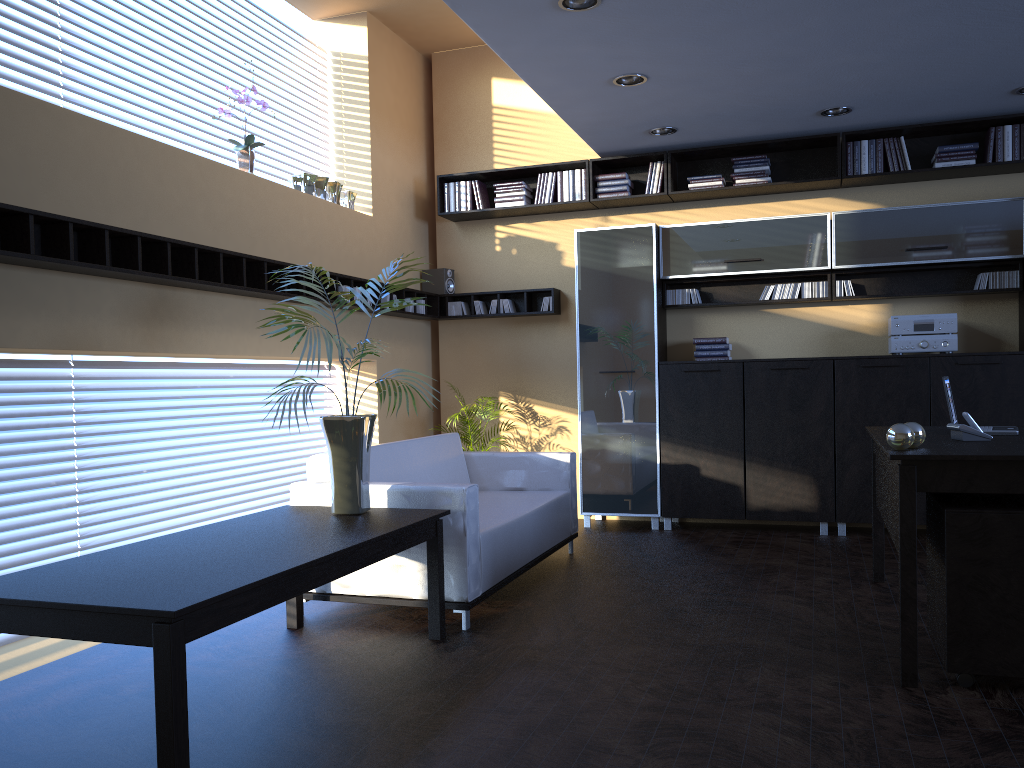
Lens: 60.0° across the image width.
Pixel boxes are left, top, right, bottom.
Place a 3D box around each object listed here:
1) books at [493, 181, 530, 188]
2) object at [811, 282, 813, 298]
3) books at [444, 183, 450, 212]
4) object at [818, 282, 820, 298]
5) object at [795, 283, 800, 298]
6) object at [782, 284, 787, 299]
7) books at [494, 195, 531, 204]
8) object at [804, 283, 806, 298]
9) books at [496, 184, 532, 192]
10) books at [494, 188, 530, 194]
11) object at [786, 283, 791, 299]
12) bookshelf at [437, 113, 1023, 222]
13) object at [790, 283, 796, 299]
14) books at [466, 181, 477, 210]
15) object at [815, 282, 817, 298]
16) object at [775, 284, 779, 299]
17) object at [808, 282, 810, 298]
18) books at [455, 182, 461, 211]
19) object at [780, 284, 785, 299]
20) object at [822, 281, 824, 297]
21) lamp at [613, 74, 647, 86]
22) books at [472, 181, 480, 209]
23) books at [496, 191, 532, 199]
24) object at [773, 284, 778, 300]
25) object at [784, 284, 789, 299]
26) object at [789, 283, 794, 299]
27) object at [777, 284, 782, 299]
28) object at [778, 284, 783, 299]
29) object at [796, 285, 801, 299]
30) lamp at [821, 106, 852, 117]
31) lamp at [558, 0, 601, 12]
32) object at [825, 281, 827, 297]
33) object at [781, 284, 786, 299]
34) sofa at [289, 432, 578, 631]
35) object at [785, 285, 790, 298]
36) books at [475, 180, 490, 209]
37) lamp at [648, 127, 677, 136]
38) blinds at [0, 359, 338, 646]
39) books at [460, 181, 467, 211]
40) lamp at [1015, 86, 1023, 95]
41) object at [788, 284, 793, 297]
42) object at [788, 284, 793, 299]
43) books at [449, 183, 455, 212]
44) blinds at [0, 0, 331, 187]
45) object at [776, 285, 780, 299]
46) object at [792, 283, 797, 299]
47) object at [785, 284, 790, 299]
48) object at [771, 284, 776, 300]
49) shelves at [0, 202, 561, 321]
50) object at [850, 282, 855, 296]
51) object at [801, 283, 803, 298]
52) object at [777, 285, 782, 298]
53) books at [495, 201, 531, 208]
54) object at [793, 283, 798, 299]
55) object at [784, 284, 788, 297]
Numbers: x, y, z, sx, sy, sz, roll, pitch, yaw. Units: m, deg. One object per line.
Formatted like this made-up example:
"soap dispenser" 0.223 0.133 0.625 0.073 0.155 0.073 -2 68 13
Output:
"books" -0.002 -1.681 7.542 0.258 0.028 0.207 -1 0 19
"object" 2.318 -0.720 6.852 0.009 0.120 0.142 -1 1 19
"books" -0.534 -1.597 7.720 0.050 0.258 0.207 -1 1 19
"object" 2.367 -0.721 6.837 0.009 0.120 0.142 -1 1 19
"object" 2.216 -0.717 6.883 0.036 0.116 0.140 -1 1 19
"object" 2.132 -0.716 6.918 0.040 0.118 0.142 -1 1 19
"books" 0.005 -1.556 7.539 0.258 0.050 0.207 -1 0 18
"object" 2.271 -0.719 6.868 0.009 0.120 0.142 -1 1 19
"books" 0.020 -1.653 7.537 0.258 0.028 0.207 -1 0 18
"books" 0.004 -1.625 7.527 0.258 0.028 0.207 -1 0 19
"object" 2.158 -0.716 6.901 0.040 0.118 0.142 -1 1 19
"bookshelf" 1.840 -1.669 6.919 5.125 0.340 0.361 -1 1 19
"object" 2.187 -0.717 6.893 0.040 0.118 0.142 -1 1 19
"books" -0.337 -1.602 7.653 0.050 0.258 0.207 -1 1 19
"object" 2.345 -0.720 6.837 0.009 0.120 0.142 -1 1 19
"object" 2.075 -0.714 6.936 0.036 0.116 0.140 -1 1 19
"object" 2.297 -0.719 6.852 0.009 0.120 0.142 -1 1 19
"books" -0.438 -1.600 7.679 0.050 0.258 0.207 -1 1 18
"object" 2.113 -0.715 6.923 0.036 0.116 0.140 -1 1 19
"object" 2.393 -0.721 6.822 0.009 0.120 0.142 -1 1 19
"lamp" 0.719 -1.899 5.411 0.209 0.096 0.208 -1 0 1
"books" -0.276 -1.603 7.636 0.075 0.260 0.207 -1 1 18
"books" 0.021 -1.597 7.544 0.258 0.028 0.207 -1 0 19
"object" 2.063 -0.714 6.936 0.040 0.118 0.142 -1 1 19
"object" 2.140 -0.716 6.908 0.036 0.116 0.140 -1 1 19
"object" 2.180 -0.717 6.903 0.040 0.118 0.142 -1 1 19
"object" 2.093 -0.715 6.929 0.036 0.116 0.140 -1 1 19
"object" 2.101 -0.715 6.922 0.040 0.118 0.142 -1 1 19
"object" 2.226 -0.718 6.882 0.040 0.118 0.142 -1 1 19
"lamp" 2.252 -1.937 6.157 0.209 0.096 0.208 -1 0 13
"lamp" 0.325 -1.886 4.272 0.209 0.096 0.208 -1 0 -11
"object" 2.411 -0.722 6.812 0.009 0.120 0.142 -1 1 19
"object" 2.121 -0.715 6.918 0.040 0.118 0.142 -1 1 19
"sofa" -0.355 0.766 5.371 1.014 0.849 2.055 -1 0 19
"object" 2.150 -0.716 6.909 0.040 0.118 0.142 -1 1 19
"books" -0.248 -1.604 7.620 0.075 0.260 0.207 -1 1 18
"lamp" 1.113 -1.912 6.551 0.209 0.096 0.208 -1 1 37
"blinds" -2.303 0.557 4.653 0.047 1.368 5.388 -1 0 19
"books" -0.386 -1.601 7.670 0.050 0.258 0.207 -1 1 19
"lamp" 3.392 -1.962 5.763 0.209 0.096 0.208 -1 0 13
"object" 2.169 -0.716 6.903 0.040 0.118 0.142 -1 1 19
"object" 2.168 -0.716 6.898 0.036 0.116 0.140 -1 1 19
"books" -0.483 -1.599 7.706 0.050 0.258 0.207 -1 1 18
"blinds" -2.363 -2.019 4.576 0.039 1.462 5.388 -1 0 19
"object" 2.083 -0.714 6.930 0.036 0.116 0.140 -1 1 19
"object" 2.198 -0.717 6.894 0.040 0.118 0.142 -1 1 19
"object" 2.150 -0.716 6.907 0.036 0.116 0.140 -1 1 19
"object" 2.054 -0.714 6.939 0.040 0.118 0.142 -1 1 19
"shelves" -1.251 -0.654 4.713 1.249 0.213 6.618 -1 0 19
"object" 2.590 -0.724 6.757 0.036 0.116 0.140 -1 1 19
"object" 2.251 -0.718 6.873 0.009 0.120 0.142 -1 1 19
"object" 2.094 -0.715 6.931 0.040 0.118 0.142 -1 1 19
"books" 0.015 -1.504 7.532 0.258 0.050 0.207 -1 0 20
"object" 2.207 -0.717 6.890 0.040 0.118 0.142 -1 1 19
"object" 2.141 -0.716 6.913 0.040 0.118 0.142 -1 1 19
